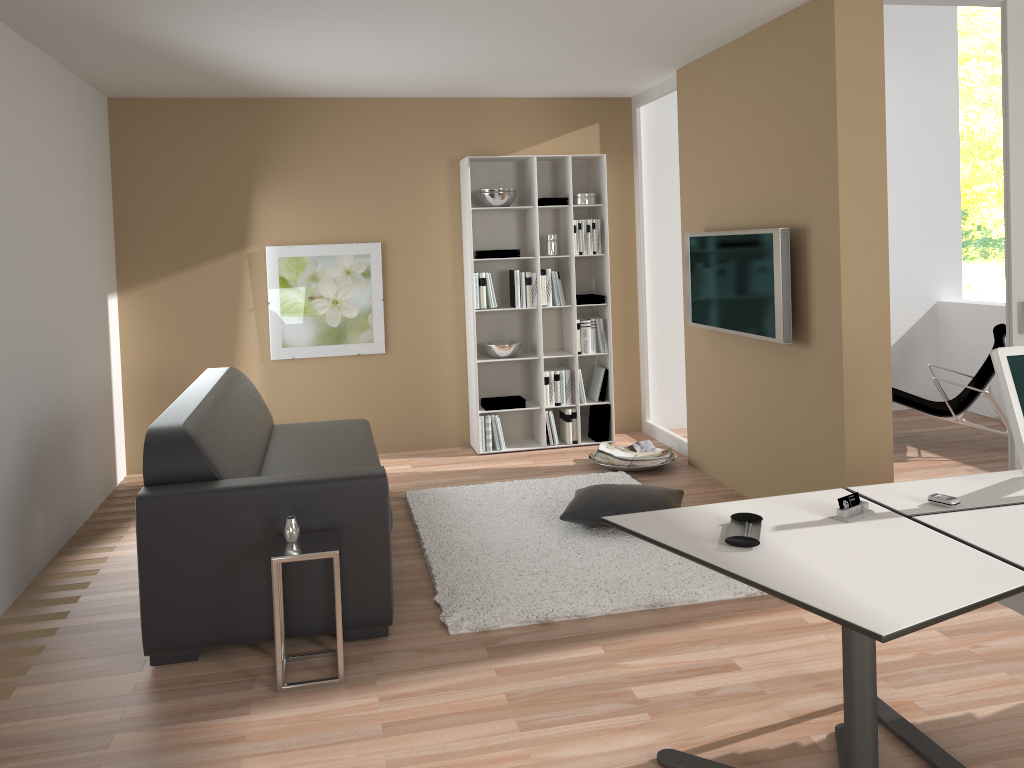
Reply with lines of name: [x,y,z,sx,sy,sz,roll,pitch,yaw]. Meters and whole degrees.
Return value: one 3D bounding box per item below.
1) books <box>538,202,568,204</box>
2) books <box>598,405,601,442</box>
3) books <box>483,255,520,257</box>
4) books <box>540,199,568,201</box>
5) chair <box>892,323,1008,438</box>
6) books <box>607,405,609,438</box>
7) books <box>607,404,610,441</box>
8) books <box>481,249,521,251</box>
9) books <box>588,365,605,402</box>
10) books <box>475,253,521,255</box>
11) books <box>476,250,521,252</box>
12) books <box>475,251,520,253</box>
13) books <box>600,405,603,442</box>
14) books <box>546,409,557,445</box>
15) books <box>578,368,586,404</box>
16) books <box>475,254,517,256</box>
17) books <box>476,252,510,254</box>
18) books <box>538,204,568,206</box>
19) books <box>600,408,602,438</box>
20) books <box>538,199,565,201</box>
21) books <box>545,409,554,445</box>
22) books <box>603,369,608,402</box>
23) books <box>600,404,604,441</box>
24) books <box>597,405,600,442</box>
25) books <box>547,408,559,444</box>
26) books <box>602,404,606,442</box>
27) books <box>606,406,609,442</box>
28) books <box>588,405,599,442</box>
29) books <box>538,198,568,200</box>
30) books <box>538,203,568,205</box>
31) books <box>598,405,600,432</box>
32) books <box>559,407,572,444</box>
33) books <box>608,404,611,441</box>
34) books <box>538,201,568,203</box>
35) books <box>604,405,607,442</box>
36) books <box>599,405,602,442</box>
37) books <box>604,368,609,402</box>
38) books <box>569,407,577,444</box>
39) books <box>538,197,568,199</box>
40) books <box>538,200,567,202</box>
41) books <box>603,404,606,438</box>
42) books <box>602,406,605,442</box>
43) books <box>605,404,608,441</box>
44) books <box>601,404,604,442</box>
books: [0.266,-1.346,6.569,0.210,0.006,0.300,-5,9,-17]
books: [0.627,0.282,6.644,0.032,0.269,0.215,-3,5,-11]
books: [-0.106,-0.940,6.475,0.297,0.006,0.212,-4,9,-12]
books: [0.269,-1.363,6.570,0.211,0.008,0.300,-5,9,-17]
chair: [2.786,0.008,6.228,1.433,0.820,0.699,1,6,23]
books: [0.693,0.280,6.654,0.032,0.267,0.212,-2,5,-11]
books: [0.699,0.277,6.656,0.032,0.272,0.221,-2,5,-11]
books: [-0.104,-0.984,6.475,0.297,0.006,0.212,-4,9,-12]
books: [0.642,-0.005,6.670,0.085,0.244,0.209,-3,5,-11]
books: [-0.105,-0.956,6.475,0.297,0.006,0.212,-4,9,-12]
books: [-0.104,-0.978,6.474,0.297,0.007,0.212,-4,9,-12]
books: [-0.108,-0.973,6.478,0.297,0.008,0.212,-4,9,-12]
books: [0.645,0.283,6.644,0.032,0.267,0.212,-2,5,-11]
books: [0.280,0.310,6.560,0.058,0.256,0.209,-3,5,-11]
books: [0.499,0.006,6.606,0.060,0.258,0.209,-3,5,-12]
books: [-0.105,-0.951,6.475,0.297,0.006,0.212,-4,9,-12]
books: [-0.107,-0.968,6.478,0.297,0.008,0.212,-4,9,-12]
books: [0.267,-1.329,6.571,0.210,0.006,0.300,-5,9,-17]
books: [0.640,0.283,6.643,0.032,0.267,0.212,-2,5,-11]
books: [0.269,-1.368,6.570,0.211,0.008,0.300,-5,9,-17]
books: [0.254,0.309,6.559,0.060,0.258,0.209,-3,5,-12]
books: [0.677,-0.005,6.675,0.043,0.241,0.221,-3,5,-11]
books: [0.650,0.280,6.645,0.032,0.272,0.221,-2,5,-11]
books: [0.618,0.285,6.637,0.032,0.268,0.213,-3,5,-12]
books: [0.294,0.305,6.579,0.058,0.256,0.209,-3,5,-11]
books: [0.667,0.282,6.647,0.032,0.268,0.213,-3,5,-12]
books: [0.688,0.280,6.653,0.032,0.267,0.212,-2,5,-11]
books: [0.613,0.286,6.637,0.032,0.267,0.212,-2,5,-11]
books: [0.265,-1.373,6.565,0.210,0.007,0.300,-5,9,-17]
books: [0.266,-1.335,6.570,0.210,0.006,0.300,-5,9,-17]
books: [0.622,0.282,6.643,0.032,0.269,0.215,-3,5,-11]
books: [0.403,0.301,6.585,0.040,0.257,0.209,-3,5,-11]
books: [0.704,0.279,6.657,0.032,0.267,0.212,-2,5,-11]
books: [0.266,-1.351,6.568,0.210,0.006,0.300,-5,9,-17]
books: [0.676,0.279,6.654,0.032,0.269,0.215,-3,5,-11]
books: [0.634,0.282,6.640,0.032,0.271,0.218,-3,5,-12]
books: [0.684,-0.003,6.676,0.043,0.237,0.212,-3,5,-11]
books: [0.442,0.297,6.597,0.040,0.257,0.209,-3,5,-11]
books: [0.266,-1.378,6.565,0.210,0.006,0.300,-5,9,-17]
books: [0.264,-1.357,6.569,0.210,0.006,0.300,-5,9,-15]
books: [0.671,0.279,6.653,0.032,0.269,0.215,-3,5,-11]
books: [0.661,0.282,6.648,0.032,0.267,0.212,-2,5,-11]
books: [0.683,0.279,6.650,0.032,0.271,0.218,-3,5,-12]
books: [0.656,0.282,6.646,0.032,0.267,0.212,-2,5,-11]
